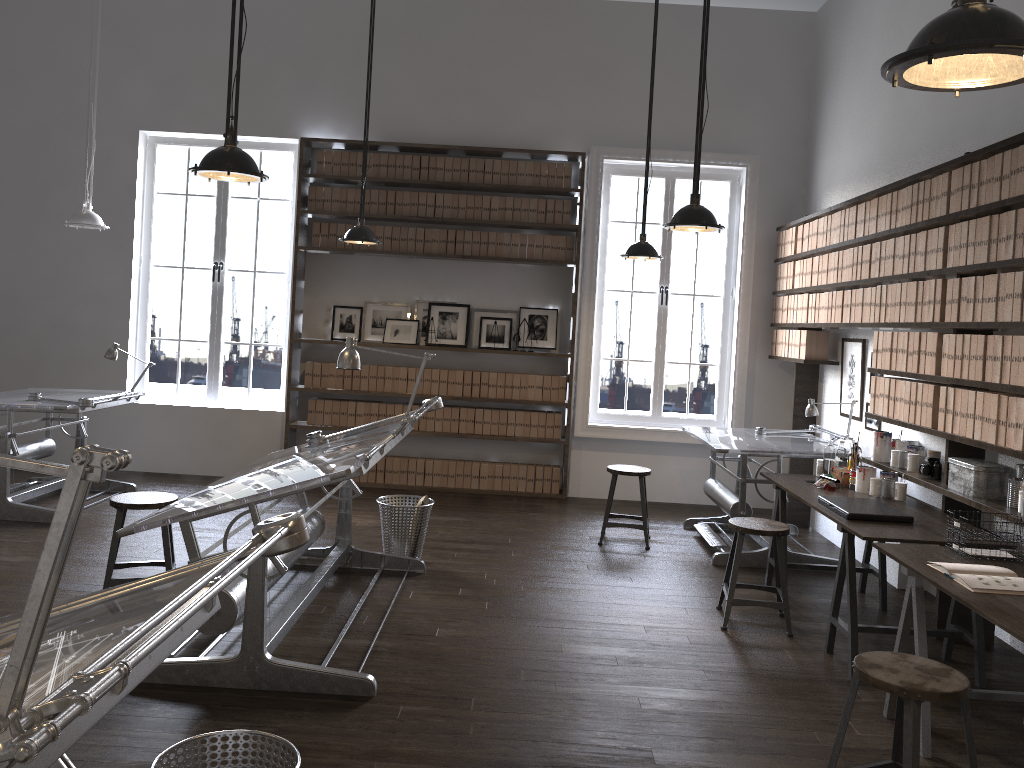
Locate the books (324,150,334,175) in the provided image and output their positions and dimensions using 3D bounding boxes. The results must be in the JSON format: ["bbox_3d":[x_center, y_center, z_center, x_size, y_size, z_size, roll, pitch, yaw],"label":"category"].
[{"bbox_3d":[-1.603,-1.935,7.825,0.067,0.225,0.175,3,2,1],"label":"books"}]

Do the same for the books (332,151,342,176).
[{"bbox_3d":[-1.531,-1.931,7.828,0.067,0.225,0.174,3,2,1],"label":"books"}]

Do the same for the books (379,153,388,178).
[{"bbox_3d":[-1.119,-1.907,7.819,0.067,0.225,0.175,3,2,1],"label":"books"}]

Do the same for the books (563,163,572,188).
[{"bbox_3d":[0.489,-1.814,7.798,0.067,0.225,0.174,3,2,1],"label":"books"}]

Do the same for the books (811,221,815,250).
[{"bbox_3d":[2.345,-1.107,6.636,0.174,0.225,0.067,3,1,1],"label":"books"}]

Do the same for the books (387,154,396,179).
[{"bbox_3d":[-1.052,-1.903,7.824,0.067,0.225,0.175,3,2,1],"label":"books"}]

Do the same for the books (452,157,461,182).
[{"bbox_3d":[-0.483,-1.871,7.817,0.067,0.225,0.174,3,2,1],"label":"books"}]

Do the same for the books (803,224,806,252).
[{"bbox_3d":[2.349,-1.122,6.849,0.174,0.225,0.067,3,1,1],"label":"books"}]

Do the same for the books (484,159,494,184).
[{"bbox_3d":[-0.204,-1.854,7.805,0.067,0.225,0.175,3,2,1],"label":"books"}]

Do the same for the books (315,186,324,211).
[{"bbox_3d":[-1.684,-1.621,7.836,0.067,0.225,0.175,3,2,1],"label":"books"}]

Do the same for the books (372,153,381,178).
[{"bbox_3d":[-1.186,-1.911,7.824,0.067,0.225,0.175,3,2,1],"label":"books"}]

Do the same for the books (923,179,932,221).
[{"bbox_3d":[2.316,-0.982,4.759,0.174,0.225,0.067,3,1,1],"label":"books"}]

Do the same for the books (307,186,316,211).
[{"bbox_3d":[-1.754,-1.625,7.839,0.067,0.225,0.174,3,2,1],"label":"books"}]

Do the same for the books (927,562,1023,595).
[{"bbox_3d":[1.703,0.692,3.193,0.256,0.029,0.355,3,4,1],"label":"books"}]

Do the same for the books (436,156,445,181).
[{"bbox_3d":[-0.625,-1.878,7.811,0.067,0.225,0.175,3,2,1],"label":"books"}]

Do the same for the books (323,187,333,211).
[{"bbox_3d":[-1.614,-1.617,7.831,0.067,0.225,0.175,3,2,1],"label":"books"}]

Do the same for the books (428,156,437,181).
[{"bbox_3d":[-0.691,-1.883,7.819,0.067,0.225,0.175,3,2,1],"label":"books"}]

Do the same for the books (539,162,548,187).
[{"bbox_3d":[0.280,-1.826,7.799,0.067,0.225,0.175,3,2,1],"label":"books"}]

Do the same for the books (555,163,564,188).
[{"bbox_3d":[0.418,-1.819,7.803,0.067,0.225,0.174,3,2,1],"label":"books"}]

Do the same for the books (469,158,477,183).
[{"bbox_3d":[-0.339,-1.862,7.812,0.067,0.225,0.175,3,2,1],"label":"books"}]

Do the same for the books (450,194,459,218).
[{"bbox_3d":[-0.501,-1.553,7.819,0.067,0.225,0.175,3,2,1],"label":"books"}]

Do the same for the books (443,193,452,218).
[{"bbox_3d":[-0.564,-1.556,7.818,0.067,0.225,0.175,3,2,1],"label":"books"}]

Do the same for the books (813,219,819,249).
[{"bbox_3d":[2.338,-1.103,6.569,0.174,0.225,0.067,3,1,1],"label":"books"}]

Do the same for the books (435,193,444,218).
[{"bbox_3d":[-0.636,-1.560,7.818,0.067,0.225,0.175,3,2,1],"label":"books"}]

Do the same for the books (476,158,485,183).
[{"bbox_3d":[-0.276,-1.858,7.806,0.067,0.225,0.175,3,2,1],"label":"books"}]

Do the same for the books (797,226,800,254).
[{"bbox_3d":[2.351,-1.132,6.998,0.174,0.225,0.067,3,1,1],"label":"books"}]

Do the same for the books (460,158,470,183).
[{"bbox_3d":[-0.414,-1.867,7.814,0.067,0.225,0.175,3,2,1],"label":"books"}]

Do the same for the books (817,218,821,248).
[{"bbox_3d":[2.342,-1.099,6.502,0.174,0.225,0.067,3,1,1],"label":"books"}]

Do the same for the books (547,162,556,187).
[{"bbox_3d":[0.347,-1.823,7.804,0.067,0.225,0.175,3,2,1],"label":"books"}]

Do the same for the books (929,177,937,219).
[{"bbox_3d":[2.317,-0.978,4.690,0.174,0.225,0.067,3,1,1],"label":"books"}]

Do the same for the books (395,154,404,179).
[{"bbox_3d":[-0.981,-1.899,7.823,0.067,0.225,0.174,3,2,1],"label":"books"}]

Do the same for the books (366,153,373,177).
[{"bbox_3d":[-1.249,-1.914,7.824,0.067,0.225,0.175,3,2,1],"label":"books"}]

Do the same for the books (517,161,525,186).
[{"bbox_3d":[0.078,-1.838,7.803,0.067,0.225,0.175,3,2,1],"label":"books"}]

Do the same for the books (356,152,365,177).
[{"bbox_3d":[-1.321,-1.919,7.823,0.067,0.225,0.175,3,2,1],"label":"books"}]

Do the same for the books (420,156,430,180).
[{"bbox_3d":[-0.765,-1.887,7.815,0.067,0.225,0.175,3,2,1],"label":"books"}]

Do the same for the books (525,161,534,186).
[{"bbox_3d":[0.151,-1.834,7.804,0.067,0.225,0.175,3,2,1],"label":"books"}]

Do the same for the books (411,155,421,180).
[{"bbox_3d":[-0.840,-1.891,7.821,0.067,0.225,0.175,3,2,1],"label":"books"}]

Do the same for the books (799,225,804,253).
[{"bbox_3d":[2.345,-1.127,6.924,0.174,0.225,0.067,3,1,1],"label":"books"}]

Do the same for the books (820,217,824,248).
[{"bbox_3d":[2.339,-1.094,6.439,0.174,0.225,0.067,3,1,1],"label":"books"}]

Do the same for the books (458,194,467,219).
[{"bbox_3d":[-0.434,-1.549,7.813,0.067,0.225,0.175,3,2,1],"label":"books"}]

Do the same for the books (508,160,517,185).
[{"bbox_3d":[0.008,-1.842,7.808,0.067,0.225,0.175,3,2,1],"label":"books"}]

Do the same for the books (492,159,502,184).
[{"bbox_3d":[-0.131,-1.850,7.808,0.067,0.225,0.174,3,2,1],"label":"books"}]

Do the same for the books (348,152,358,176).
[{"bbox_3d":[-1.391,-1.923,7.828,0.067,0.225,0.175,3,2,1],"label":"books"}]

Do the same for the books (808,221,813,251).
[{"bbox_3d":[2.346,-1.112,6.707,0.174,0.225,0.067,3,1,1],"label":"books"}]

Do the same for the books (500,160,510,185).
[{"bbox_3d":[-0.062,-1.847,7.811,0.067,0.225,0.174,3,2,1],"label":"books"}]

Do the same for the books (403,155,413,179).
[{"bbox_3d":[-0.911,-1.895,7.817,0.067,0.225,0.174,3,2,1],"label":"books"}]

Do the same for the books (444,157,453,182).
[{"bbox_3d":[-0.553,-1.874,7.814,0.067,0.225,0.174,3,2,1],"label":"books"}]

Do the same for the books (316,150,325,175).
[{"bbox_3d":[-1.675,-1.939,7.826,0.067,0.225,0.175,3,2,1],"label":"books"}]

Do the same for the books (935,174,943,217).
[{"bbox_3d":[2.312,-0.973,4.620,0.174,0.225,0.067,3,1,1],"label":"books"}]

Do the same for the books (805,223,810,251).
[{"bbox_3d":[2.343,-1.117,6.778,0.174,0.225,0.067,3,1,1],"label":"books"}]

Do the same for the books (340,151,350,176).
[{"bbox_3d":[-1.461,-1.927,7.830,0.067,0.225,0.174,3,2,1],"label":"books"}]

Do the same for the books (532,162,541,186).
[{"bbox_3d":[0.213,-1.831,7.804,0.067,0.225,0.175,3,2,1],"label":"books"}]

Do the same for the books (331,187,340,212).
[{"bbox_3d":[-1.541,-1.612,7.832,0.067,0.225,0.175,3,2,1],"label":"books"}]

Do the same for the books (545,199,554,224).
[{"bbox_3d":[0.332,-1.505,7.804,0.067,0.225,0.175,3,2,1],"label":"books"}]
